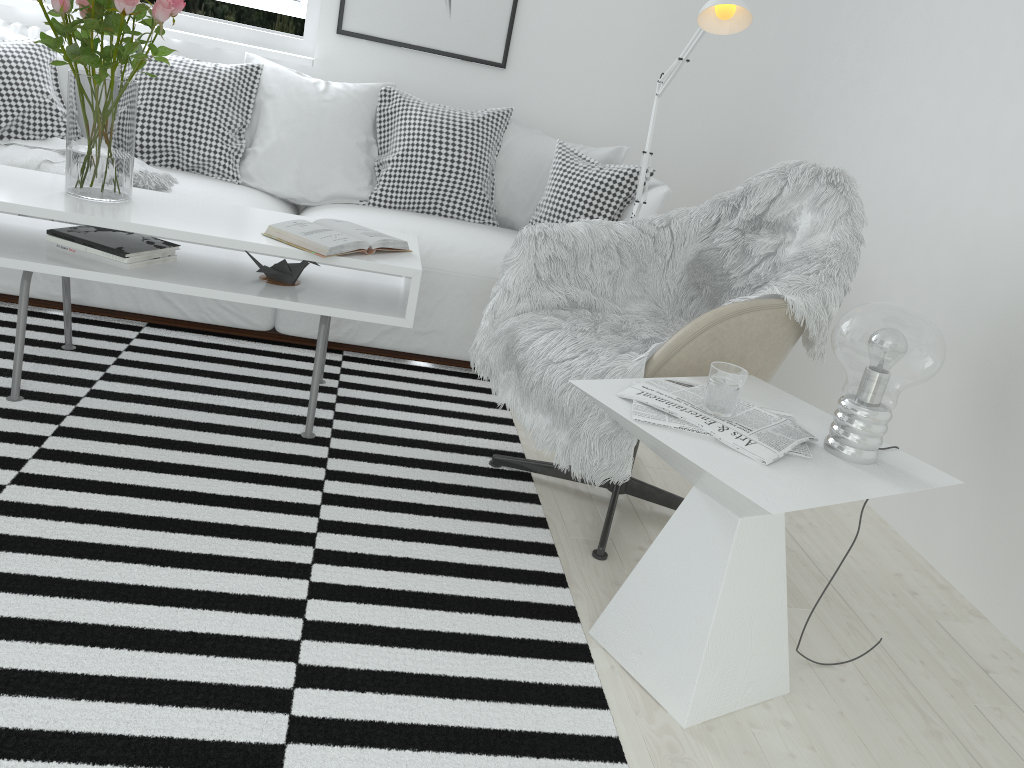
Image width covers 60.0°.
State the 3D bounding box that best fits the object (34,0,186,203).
[{"bbox_3d":[-1.031,-0.766,2.238,0.350,0.599,0.327,15,19,8],"label":"object"}]

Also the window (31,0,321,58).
[{"bbox_3d":[-4.035,-3.102,4.886,12.055,8.137,4.514,8,19,-11],"label":"window"}]

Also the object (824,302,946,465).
[{"bbox_3d":[0.630,-0.004,1.542,0.185,0.279,0.185,6,20,-17],"label":"object"}]

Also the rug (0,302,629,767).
[{"bbox_3d":[-0.775,0.319,1.808,1.846,0.004,4.362,8,19,-11],"label":"rug"}]

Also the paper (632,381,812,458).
[{"bbox_3d":[0.373,0.059,1.615,0.312,0.015,0.205,13,19,3],"label":"paper"}]

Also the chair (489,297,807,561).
[{"bbox_3d":[0.422,-0.122,2.326,0.776,0.941,0.719,-2,23,-34],"label":"chair"}]

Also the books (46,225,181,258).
[{"bbox_3d":[-1.062,-0.386,2.374,0.257,0.012,0.207,17,20,16],"label":"books"}]

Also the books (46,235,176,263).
[{"bbox_3d":[-1.069,-0.373,2.372,0.254,0.014,0.191,16,20,13],"label":"books"}]

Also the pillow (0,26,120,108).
[{"bbox_3d":[-1.701,-1.076,3.252,0.617,0.491,0.321,-2,24,-35],"label":"pillow"}]

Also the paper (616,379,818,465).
[{"bbox_3d":[0.374,0.056,1.614,0.312,0.024,0.205,26,24,36],"label":"paper"}]

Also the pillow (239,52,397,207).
[{"bbox_3d":[-0.774,-0.947,3.404,0.599,0.505,0.391,8,19,-11],"label":"pillow"}]

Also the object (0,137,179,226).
[{"bbox_3d":[-1.469,-0.707,3.084,0.670,0.291,0.831,8,20,-12],"label":"object"}]

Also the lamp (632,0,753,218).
[{"bbox_3d":[0.392,-0.471,2.634,0.196,1.373,0.527,10,19,-7],"label":"lamp"}]

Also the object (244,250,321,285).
[{"bbox_3d":[-0.638,-0.329,2.436,0.194,0.088,0.186,4,20,-21],"label":"object"}]

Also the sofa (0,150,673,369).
[{"bbox_3d":[-0.808,-0.638,3.323,2.647,0.768,0.917,8,19,-11],"label":"sofa"}]

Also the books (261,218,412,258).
[{"bbox_3d":[-0.462,-0.398,2.389,0.231,0.040,0.342,23,22,29],"label":"books"}]

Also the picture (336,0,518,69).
[{"bbox_3d":[-0.275,-1.901,3.576,0.720,1.072,0.015,8,19,-11],"label":"picture"}]

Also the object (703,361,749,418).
[{"bbox_3d":[0.381,0.012,1.598,0.067,0.087,0.067,7,20,-13],"label":"object"}]

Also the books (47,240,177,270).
[{"bbox_3d":[-1.068,-0.358,2.375,0.259,0.014,0.191,17,20,14],"label":"books"}]

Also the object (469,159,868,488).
[{"bbox_3d":[0.435,-0.221,2.290,0.954,0.789,0.784,1,22,-29],"label":"object"}]

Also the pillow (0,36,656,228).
[{"bbox_3d":[-0.762,-0.896,3.274,2.488,0.513,0.676,9,19,-9],"label":"pillow"}]

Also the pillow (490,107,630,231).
[{"bbox_3d":[0.131,-0.800,3.571,0.623,0.498,0.333,19,20,21],"label":"pillow"}]

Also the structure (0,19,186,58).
[{"bbox_3d":[-1.398,-1.032,3.704,1.655,0.660,0.206,8,19,-11],"label":"structure"}]
